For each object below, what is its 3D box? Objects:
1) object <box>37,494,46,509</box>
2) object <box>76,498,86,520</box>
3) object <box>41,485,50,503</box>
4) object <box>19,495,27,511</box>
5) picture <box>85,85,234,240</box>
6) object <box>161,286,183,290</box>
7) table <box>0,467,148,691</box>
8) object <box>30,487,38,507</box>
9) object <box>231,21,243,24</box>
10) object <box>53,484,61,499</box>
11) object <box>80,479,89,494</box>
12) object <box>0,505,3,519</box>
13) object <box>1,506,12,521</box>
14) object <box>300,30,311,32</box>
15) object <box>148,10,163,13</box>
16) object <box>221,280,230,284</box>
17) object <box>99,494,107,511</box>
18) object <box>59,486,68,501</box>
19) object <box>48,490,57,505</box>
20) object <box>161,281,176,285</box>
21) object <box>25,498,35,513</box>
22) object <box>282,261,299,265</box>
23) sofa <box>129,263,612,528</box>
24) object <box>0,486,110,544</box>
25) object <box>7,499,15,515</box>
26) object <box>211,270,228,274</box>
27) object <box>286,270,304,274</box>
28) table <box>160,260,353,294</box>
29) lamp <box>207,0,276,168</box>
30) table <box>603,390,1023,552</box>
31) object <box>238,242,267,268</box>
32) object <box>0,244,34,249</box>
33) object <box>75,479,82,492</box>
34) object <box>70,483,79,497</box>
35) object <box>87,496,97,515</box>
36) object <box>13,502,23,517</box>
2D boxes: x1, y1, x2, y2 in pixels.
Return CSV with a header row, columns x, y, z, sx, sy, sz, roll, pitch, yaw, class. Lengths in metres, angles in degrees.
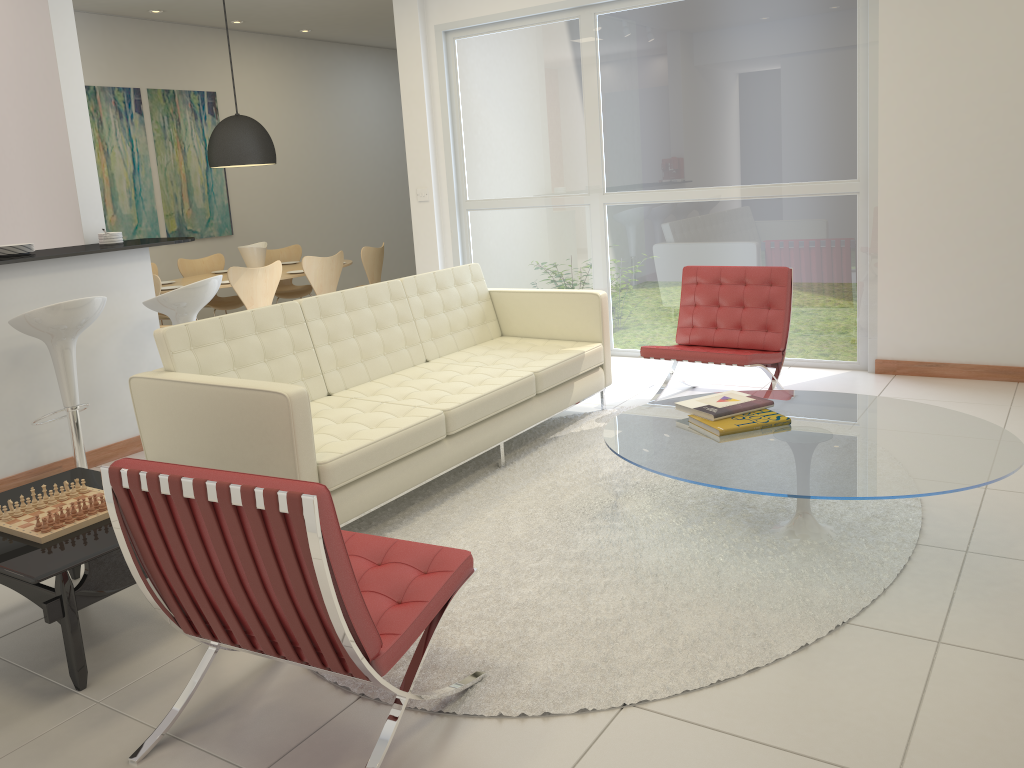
x,y,z,sx,sy,sz,roll,pitch,yaw,class
-1.634,0.405,3.067,0.030,0.049,0.030,5,14,40,object
-1.433,0.412,2.935,0.030,0.069,0.030,5,14,40,object
-1.646,0.386,3.121,0.030,0.063,0.030,5,14,40,object
-1.689,0.409,3.056,0.030,0.054,0.030,5,14,40,object
-3.539,-2.144,8.738,0.020,1.491,1.755,3,14,33,picture
-2.827,-0.791,7.320,0.211,0.015,0.211,-13,16,-33,object
-1.548,0.651,3.098,0.918,0.418,0.707,4,15,33,table
-1.668,0.392,3.087,0.030,0.069,0.030,5,14,40,object
-2.825,-3.717,9.093,0.129,0.010,0.131,-7,14,-11,object
-1.624,0.381,3.154,0.030,0.054,0.030,5,14,40,object
-1.547,0.368,3.199,0.030,0.049,0.030,5,14,40,object
-1.732,0.433,2.991,0.030,0.043,0.030,6,15,40,object
-1.698,0.433,2.969,0.030,0.049,0.030,5,14,40,object
-2.308,-3.939,9.879,0.129,0.010,0.131,-7,14,-11,object
-3.342,-3.495,8.307,0.129,0.010,0.131,-7,14,-11,object
-2.387,-0.859,7.478,0.211,0.015,0.212,-12,15,-29,object
-1.389,0.401,3.002,0.030,0.054,0.030,5,14,40,object
-1.590,0.386,3.133,0.030,0.049,0.030,5,14,40,object
-1.612,0.395,3.100,0.030,0.049,0.030,5,14,40,object
-3.074,-0.888,7.799,0.211,0.015,0.211,-13,16,-33,object
-1.655,0.414,3.034,0.030,0.049,0.030,5,14,40,object
-2.263,-1.226,8.988,0.210,0.015,0.213,-1,14,11,object
-0.501,-0.031,4.576,1.002,0.913,2.590,4,15,33,sofa
-1.537,0.440,3.035,0.361,0.021,0.364,5,16,33,object
-1.710,0.419,3.023,0.030,0.052,0.030,1,12,26,object
-2.785,-1.079,8.523,0.211,0.015,0.211,-14,17,-38,object
-1.920,-1.006,7.959,0.210,0.015,0.212,-6,13,-10,object
-2.361,-0.666,8.252,1.282,0.721,2.284,4,15,33,table
-2.486,-2.702,7.894,0.595,1.478,0.599,4,13,35,lamp
1.118,0.387,3.462,1.539,0.400,1.334,4,15,32,table
-2.377,-1.156,8.164,0.272,0.277,0.263,-8,12,-21,object
-2.794,-0.765,4.960,0.210,0.015,0.212,-7,14,-12,object
-1.581,0.368,3.221,0.030,0.043,0.030,6,15,40,object
-1.569,0.377,3.166,0.030,0.049,0.030,5,14,40,object
-1.411,0.405,2.969,0.030,0.063,0.030,5,14,40,object
-1.677,0.423,3.002,0.030,0.049,0.030,5,14,40,object
